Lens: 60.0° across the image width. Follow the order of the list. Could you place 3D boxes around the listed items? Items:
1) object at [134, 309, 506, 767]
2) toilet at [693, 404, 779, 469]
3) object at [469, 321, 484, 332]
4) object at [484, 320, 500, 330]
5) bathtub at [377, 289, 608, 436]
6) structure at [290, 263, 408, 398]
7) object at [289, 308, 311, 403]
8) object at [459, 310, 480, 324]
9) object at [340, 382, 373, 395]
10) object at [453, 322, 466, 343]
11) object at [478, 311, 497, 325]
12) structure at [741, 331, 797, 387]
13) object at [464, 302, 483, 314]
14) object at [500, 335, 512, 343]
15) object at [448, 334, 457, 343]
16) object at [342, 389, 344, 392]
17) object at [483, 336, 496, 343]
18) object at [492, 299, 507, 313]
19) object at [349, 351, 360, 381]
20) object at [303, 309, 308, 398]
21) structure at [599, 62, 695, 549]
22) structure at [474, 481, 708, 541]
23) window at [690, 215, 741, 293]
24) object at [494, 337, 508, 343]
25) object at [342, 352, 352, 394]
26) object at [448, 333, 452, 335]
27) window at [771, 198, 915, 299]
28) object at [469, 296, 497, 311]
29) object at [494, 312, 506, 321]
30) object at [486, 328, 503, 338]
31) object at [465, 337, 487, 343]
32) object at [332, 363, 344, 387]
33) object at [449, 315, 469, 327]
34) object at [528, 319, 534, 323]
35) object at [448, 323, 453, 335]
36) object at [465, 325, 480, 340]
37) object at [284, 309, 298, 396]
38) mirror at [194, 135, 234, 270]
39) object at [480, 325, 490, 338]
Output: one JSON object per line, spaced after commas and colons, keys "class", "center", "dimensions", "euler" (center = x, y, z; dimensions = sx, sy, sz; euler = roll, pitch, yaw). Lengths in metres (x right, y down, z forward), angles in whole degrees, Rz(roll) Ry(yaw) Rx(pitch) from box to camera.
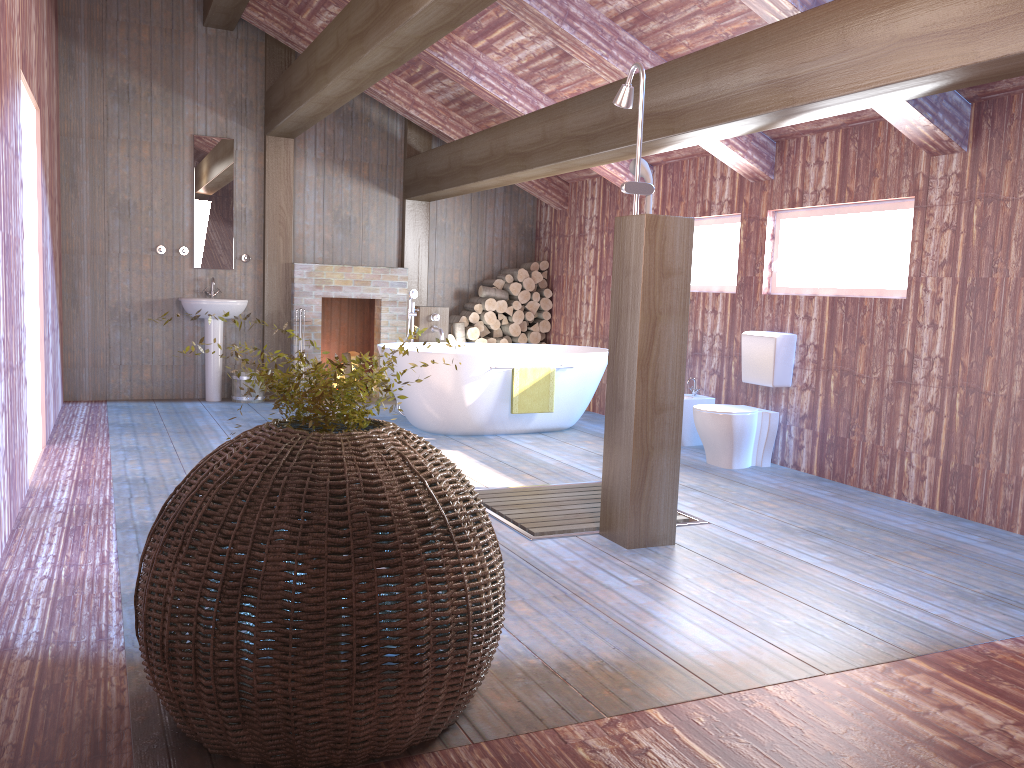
{"class": "object", "center": [-0.493, 0.342, 2.399], "dimensions": [0.972, 1.073, 0.970], "euler": [-4, 9, -44]}
{"class": "toilet", "center": [1.471, 0.358, 6.016], "dimensions": [0.534, 0.400, 0.375], "euler": [-1, 7, -24]}
{"class": "object", "center": [-0.397, -0.602, 9.131], "dimensions": [0.111, 0.113, 0.301], "euler": [-1, 7, -26]}
{"class": "object", "center": [-0.229, -0.627, 9.191], "dimensions": [0.115, 0.123, 0.291], "euler": [-1, 7, -24]}
{"class": "bathtub", "center": [-0.116, -0.183, 7.204], "dimensions": [1.935, 1.109, 1.460], "euler": [2, 6, -3]}
{"class": "structure", "center": [-1.614, -0.504, 8.762], "dimensions": [1.130, 1.330, 0.226], "euler": [-1, 7, -25]}
{"class": "object", "center": [-2.021, -0.271, 8.335], "dimensions": [0.276, 0.888, 0.333], "euler": [4, 6, 17]}
{"class": "object", "center": [-0.439, -0.688, 9.082], "dimensions": [0.115, 0.123, 0.291], "euler": [-1, 7, -24]}
{"class": "object", "center": [-1.819, 0.035, 9.452], "dimensions": [0.829, 0.085, 0.935], "euler": [-3, 8, -42]}
{"class": "object", "center": [-0.525, -0.472, 8.887], "dimensions": [0.147, 0.298, 0.109], "euler": [0, 7, -22]}
{"class": "object", "center": [-0.315, -0.691, 9.145], "dimensions": [0.141, 0.143, 0.437], "euler": [-1, 7, -27]}
{"class": "structure", "center": [1.745, -0.175, 6.070], "dimensions": [0.182, 0.363, 0.358], "euler": [-1, 7, -24]}
{"class": "object", "center": [-0.393, -0.780, 9.109], "dimensions": [0.106, 0.112, 0.282], "euler": [-1, 7, -24]}
{"class": "object", "center": [-0.117, -0.464, 9.378], "dimensions": [0.116, 0.118, 0.289], "euler": [-1, 7, -27]}
{"class": "object", "center": [-0.715, -0.452, 9.002], "dimensions": [0.139, 0.137, 0.455], "euler": [-1, 7, -27]}
{"class": "object", "center": [-1.703, 0.056, 9.164], "dimensions": [0.085, 0.084, 0.278], "euler": [5, 7, 21]}
{"class": "object", "center": [-0.272, -0.437, 9.203], "dimensions": [0.114, 0.120, 0.303], "euler": [-1, 7, -24]}
{"class": "object", "center": [-0.198, -0.815, 9.191], "dimensions": [0.138, 0.147, 0.440], "euler": [-1, 7, -24]}
{"class": "object", "center": [-1.685, -0.118, 9.394], "dimensions": [0.140, 0.459, 0.266], "euler": [1, 6, -7]}
{"class": "object", "center": [-1.926, -0.263, 8.309], "dimensions": [0.206, 0.871, 0.126], "euler": [4, 6, 18]}
{"class": "structure", "center": [0.614, -0.372, 4.102], "dimensions": [0.328, 2.209, 0.522], "euler": [2, 6, -4]}
{"class": "structure", "center": [0.326, 0.674, 4.701], "dimensions": [1.000, 0.067, 1.000], "euler": [-1, 7, -25]}
{"class": "window", "center": [1.483, -1.027, 7.086], "dimensions": [0.054, 0.587, 1.255], "euler": [-1, 7, -24]}
{"class": "object", "center": [-0.177, -0.442, 9.242], "dimensions": [0.098, 0.100, 0.437], "euler": [-1, 7, -27]}
{"class": "object", "center": [-1.687, -0.106, 9.141], "dimensions": [0.098, 0.434, 0.283], "euler": [-1, 7, -27]}
{"class": "object", "center": [-0.670, -0.488, 9.126], "dimensions": [0.099, 0.093, 0.280], "euler": [-1, 7, -24]}
{"class": "window", "center": [2.110, -0.852, 5.683], "dimensions": [0.054, 0.587, 1.255], "euler": [-1, 7, -24]}
{"class": "object", "center": [-0.301, -0.828, 9.141], "dimensions": [0.135, 0.145, 0.439], "euler": [-1, 7, -24]}
{"class": "object", "center": [-0.161, -0.705, 9.216], "dimensions": [0.088, 0.092, 0.280], "euler": [-1, 7, -24]}
{"class": "object", "center": [-0.210, -0.548, 9.324], "dimensions": [0.104, 0.127, 0.321], "euler": [-1, 7, -24]}
{"class": "object", "center": [-0.407, -0.429, 9.155], "dimensions": [0.139, 0.148, 0.458], "euler": [-1, 7, -24]}
{"class": "object", "center": [-1.808, -0.068, 9.273], "dimensions": [0.221, 0.306, 0.121], "euler": [2, 6, 2]}
{"class": "object", "center": [-0.555, -0.647, 9.086], "dimensions": [0.114, 0.113, 0.301], "euler": [-1, 7, -27]}
{"class": "object", "center": [0.163, -0.680, 9.360], "dimensions": [0.067, 0.069, 0.177], "euler": [-1, 7, -25]}
{"class": "object", "center": [-0.630, -0.570, 9.137], "dimensions": [0.108, 0.113, 0.302], "euler": [-1, 7, -24]}
{"class": "object", "center": [-0.476, -0.535, 9.092], "dimensions": [0.138, 0.147, 0.440], "euler": [-1, 7, -24]}
{"class": "object", "center": [-2.064, -0.275, 8.257], "dimensions": [0.136, 0.846, 0.062], "euler": [-4, 8, -43]}
{"class": "mirror", "center": [-2.746, -1.661, 8.168], "dimensions": [0.350, 1.199, 0.009], "euler": [-1, 7, -25]}
{"class": "object", "center": [-0.344, -0.561, 9.257], "dimensions": [0.128, 0.150, 0.323], "euler": [-1, 7, -25]}
